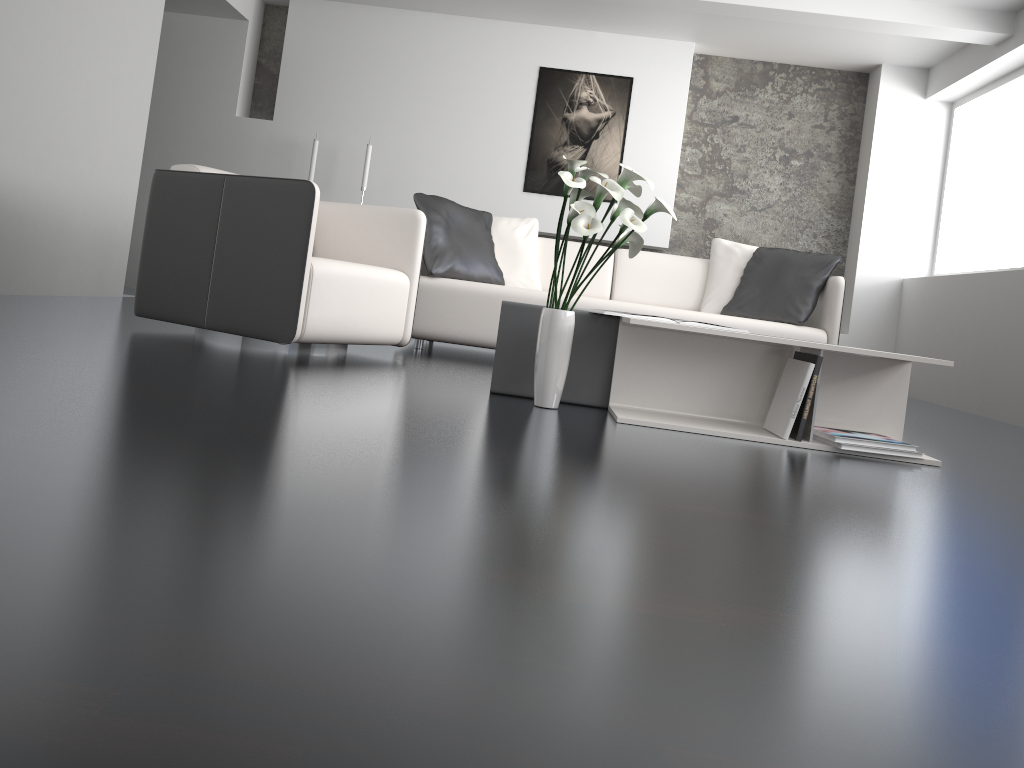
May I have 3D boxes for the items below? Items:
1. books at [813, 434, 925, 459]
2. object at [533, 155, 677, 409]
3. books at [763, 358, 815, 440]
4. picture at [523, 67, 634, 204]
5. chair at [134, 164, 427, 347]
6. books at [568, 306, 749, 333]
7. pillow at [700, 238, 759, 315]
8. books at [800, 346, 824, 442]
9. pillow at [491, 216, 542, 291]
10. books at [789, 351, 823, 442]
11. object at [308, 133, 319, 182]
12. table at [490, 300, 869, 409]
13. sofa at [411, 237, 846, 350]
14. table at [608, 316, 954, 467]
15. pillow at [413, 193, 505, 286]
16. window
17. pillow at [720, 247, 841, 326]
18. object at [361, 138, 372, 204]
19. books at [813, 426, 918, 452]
[{"bbox_3d":[1.083,0.186,2.702,0.262,0.017,0.214,7,6,-7],"label":"books"},{"bbox_3d":[0.253,-0.306,2.739,0.376,0.798,0.448,8,0,-14],"label":"object"},{"bbox_3d":[0.859,0.041,2.739,0.069,0.238,0.227,8,2,1],"label":"books"},{"bbox_3d":[0.522,-1.963,6.936,0.746,1.006,0.004,8,-1,4],"label":"picture"},{"bbox_3d":[-0.979,-0.548,3.765,0.925,0.661,0.764,9,3,28],"label":"chair"},{"bbox_3d":[0.506,-0.231,3.105,0.546,0.017,0.361,6,6,-17],"label":"books"},{"bbox_3d":[1.385,-0.565,5.024,0.588,0.508,0.298,8,1,7],"label":"pillow"},{"bbox_3d":[0.921,0.025,2.759,0.007,0.284,0.205,8,1,0],"label":"books"},{"bbox_3d":[-0.112,-0.749,5.042,0.583,0.500,0.324,7,1,-7],"label":"pillow"},{"bbox_3d":[0.891,0.033,2.741,0.050,0.263,0.234,8,2,1],"label":"books"},{"bbox_3d":[-1.609,-1.259,6.843,0.180,1.397,0.179,8,-1,3],"label":"object"},{"bbox_3d":[0.572,-0.055,3.099,1.258,0.314,0.299,8,2,2],"label":"table"},{"bbox_3d":[0.563,-0.455,4.923,2.239,0.661,0.922,8,3,1],"label":"sofa"},{"bbox_3d":[0.817,0.010,2.775,0.969,0.314,0.299,8,2,1],"label":"table"},{"bbox_3d":[-0.269,-0.776,4.780,0.562,0.449,0.280,5,2,-43],"label":"pillow"},{"bbox_3d":[3.114,-1.102,2.761,0.110,1.426,8.078,8,5,3],"label":"window"},{"bbox_3d":[1.466,-0.532,4.760,0.331,0.436,0.557,7,3,-41],"label":"pillow"},{"bbox_3d":[-1.173,-1.188,6.713,0.180,1.397,0.179,8,-1,3],"label":"object"},{"bbox_3d":[1.067,0.166,2.721,0.262,0.017,0.228,7,6,-7],"label":"books"}]
